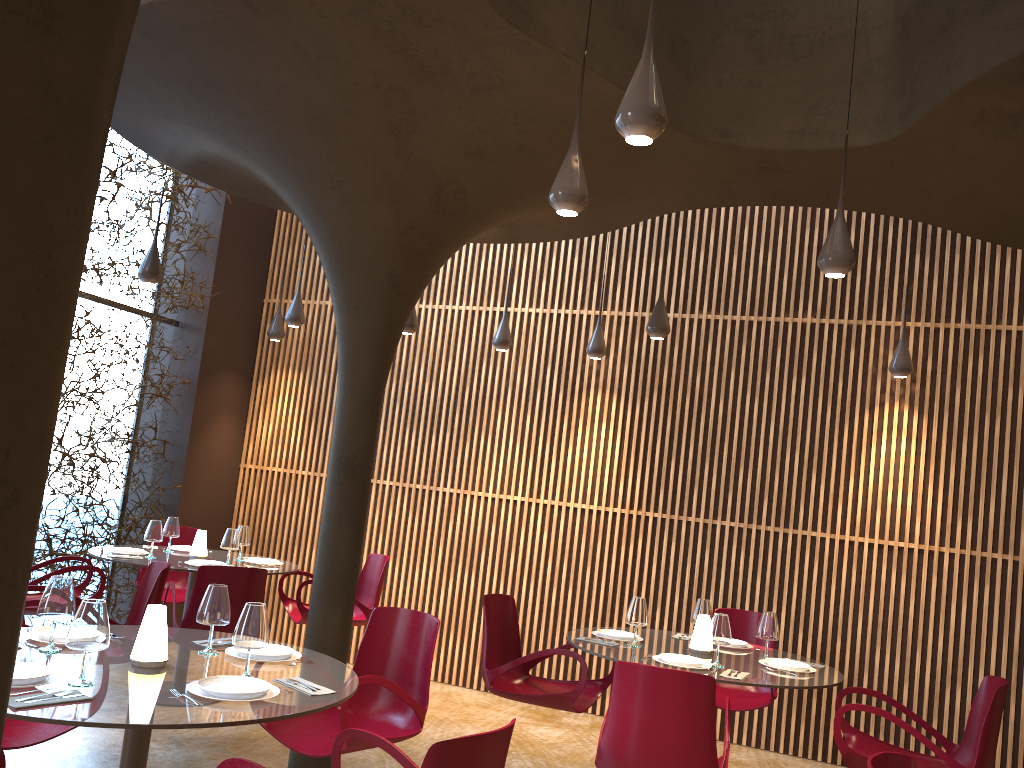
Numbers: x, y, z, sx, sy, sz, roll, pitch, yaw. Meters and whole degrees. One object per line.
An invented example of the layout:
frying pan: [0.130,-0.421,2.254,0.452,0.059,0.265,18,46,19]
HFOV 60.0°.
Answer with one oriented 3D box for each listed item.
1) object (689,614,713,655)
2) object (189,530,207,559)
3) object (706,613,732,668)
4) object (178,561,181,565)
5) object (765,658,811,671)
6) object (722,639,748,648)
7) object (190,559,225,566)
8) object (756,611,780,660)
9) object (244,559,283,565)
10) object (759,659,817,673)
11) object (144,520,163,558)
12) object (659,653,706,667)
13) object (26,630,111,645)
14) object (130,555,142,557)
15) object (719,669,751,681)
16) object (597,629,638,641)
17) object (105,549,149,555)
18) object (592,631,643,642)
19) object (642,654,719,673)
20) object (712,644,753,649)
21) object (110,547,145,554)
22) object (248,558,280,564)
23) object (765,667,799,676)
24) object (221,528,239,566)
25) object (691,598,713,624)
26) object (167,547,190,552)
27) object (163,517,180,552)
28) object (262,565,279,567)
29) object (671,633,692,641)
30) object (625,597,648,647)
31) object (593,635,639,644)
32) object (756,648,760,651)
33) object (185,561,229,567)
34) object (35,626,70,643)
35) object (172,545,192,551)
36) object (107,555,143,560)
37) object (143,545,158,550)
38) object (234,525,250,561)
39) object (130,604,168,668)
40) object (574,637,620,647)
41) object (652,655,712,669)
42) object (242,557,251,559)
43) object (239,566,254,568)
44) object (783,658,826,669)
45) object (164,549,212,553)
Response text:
object: [1.182,1.551,5.504,0.142,0.231,0.145,6,-6,7]
object: [-2.605,1.338,7.401,0.144,0.231,0.142,7,-6,-3]
object: [1.188,1.470,5.091,0.142,0.294,0.142,5,-6,14]
object: [-2.390,1.414,6.927,0.411,0.012,0.204,10,-7,-22]
object: [1.642,1.676,5.288,0.263,0.029,0.264,7,-7,0]
object: [1.447,1.733,5.941,0.263,0.029,0.264,2,-8,32]
object: [-2.385,1.404,6.930,0.263,0.029,0.264,5,-7,14]
object: [1.592,1.571,5.523,0.142,0.294,0.142,9,-6,-25]
object: [-2.118,1.521,7.551,0.332,0.014,0.332,7,-7,-5]
object: [1.641,1.686,5.287,0.332,0.014,0.333,0,-10,45]
object: [-2.867,1.238,7.086,0.142,0.294,0.142,5,-6,21]
object: [0.958,1.561,4.996,0.263,0.029,0.264,3,-8,27]
object: [-1.908,1.090,3.815,0.333,0.014,0.332,13,-9,-42]
object: [-3.105,1.358,7.152,0.205,0.012,0.411,10,-8,-27]
object: [1.218,1.590,4.844,0.126,0.017,0.263,3,-8,26]
object: [0.676,1.611,5.684,0.263,0.029,0.263,11,-8,-32]
object: [-3.102,1.356,7.149,0.332,0.014,0.333,6,-7,3]
object: [0.675,1.621,5.683,0.331,0.014,0.333,2,-8,35]
object: [0.952,1.571,4.996,0.410,0.012,0.205,4,-7,22]
object: [1.446,1.743,5.941,0.331,0.014,0.333,4,-7,19]
object: [-3.101,1.347,7.150,0.263,0.029,0.264,6,-7,9]
object: [-2.117,1.511,7.552,0.263,0.029,0.264,4,-8,24]
object: [1.639,1.686,5.283,0.204,0.012,0.412,3,-8,28]
object: [-2.277,1.315,7.154,0.142,0.294,0.142,9,-6,-19]
object: [1.253,1.571,5.855,0.142,0.294,0.142,4,-6,21]
object: [-2.879,1.468,7.852,0.331,0.014,0.333,5,-7,14]
object: [-2.942,1.298,7.648,0.142,0.294,0.142,4,-6,22]
object: [-2.115,1.522,7.548,0.205,0.012,0.411,11,-8,-31]
object: [1.173,1.734,6.071,0.126,0.017,0.263,4,-7,22]
object: [0.770,1.468,5.477,0.142,0.294,0.142,7,-6,-7]
object: [0.676,1.623,5.687,0.204,0.012,0.412,4,-8,24]
object: [1.450,1.744,5.939,0.410,0.012,0.205,4,-7,18]
object: [-2.386,1.414,6.929,0.331,0.014,0.333,1,-9,40]
object: [-1.906,1.081,3.816,0.263,0.029,0.264,4,-7,22]
object: [-2.878,1.459,7.853,0.263,0.029,0.263,10,-8,-25]
object: [-2.997,1.341,6.865,0.262,0.017,0.126,10,-7,-23]
object: [-3.164,1.431,7.757,0.126,0.017,0.262,9,-7,-22]
object: [-2.326,1.367,7.624,0.142,0.294,0.142,2,-7,39]
object: [-1.440,1.006,3.553,0.142,0.231,0.144,9,-6,-23]
object: [0.520,1.579,5.426,0.261,0.017,0.127,3,-8,28]
object: [0.957,1.570,4.995,0.331,0.014,0.333,5,-7,11]
object: [-2.244,1.547,7.825,0.262,0.017,0.126,10,-8,-27]
object: [-2.097,1.464,7.005,0.126,0.017,0.262,9,-7,-18]
object: [1.812,1.743,5.532,0.262,0.017,0.127,2,-8,32]
object: [-2.875,1.470,7.855,0.411,0.012,0.204,10,-8,-26]
